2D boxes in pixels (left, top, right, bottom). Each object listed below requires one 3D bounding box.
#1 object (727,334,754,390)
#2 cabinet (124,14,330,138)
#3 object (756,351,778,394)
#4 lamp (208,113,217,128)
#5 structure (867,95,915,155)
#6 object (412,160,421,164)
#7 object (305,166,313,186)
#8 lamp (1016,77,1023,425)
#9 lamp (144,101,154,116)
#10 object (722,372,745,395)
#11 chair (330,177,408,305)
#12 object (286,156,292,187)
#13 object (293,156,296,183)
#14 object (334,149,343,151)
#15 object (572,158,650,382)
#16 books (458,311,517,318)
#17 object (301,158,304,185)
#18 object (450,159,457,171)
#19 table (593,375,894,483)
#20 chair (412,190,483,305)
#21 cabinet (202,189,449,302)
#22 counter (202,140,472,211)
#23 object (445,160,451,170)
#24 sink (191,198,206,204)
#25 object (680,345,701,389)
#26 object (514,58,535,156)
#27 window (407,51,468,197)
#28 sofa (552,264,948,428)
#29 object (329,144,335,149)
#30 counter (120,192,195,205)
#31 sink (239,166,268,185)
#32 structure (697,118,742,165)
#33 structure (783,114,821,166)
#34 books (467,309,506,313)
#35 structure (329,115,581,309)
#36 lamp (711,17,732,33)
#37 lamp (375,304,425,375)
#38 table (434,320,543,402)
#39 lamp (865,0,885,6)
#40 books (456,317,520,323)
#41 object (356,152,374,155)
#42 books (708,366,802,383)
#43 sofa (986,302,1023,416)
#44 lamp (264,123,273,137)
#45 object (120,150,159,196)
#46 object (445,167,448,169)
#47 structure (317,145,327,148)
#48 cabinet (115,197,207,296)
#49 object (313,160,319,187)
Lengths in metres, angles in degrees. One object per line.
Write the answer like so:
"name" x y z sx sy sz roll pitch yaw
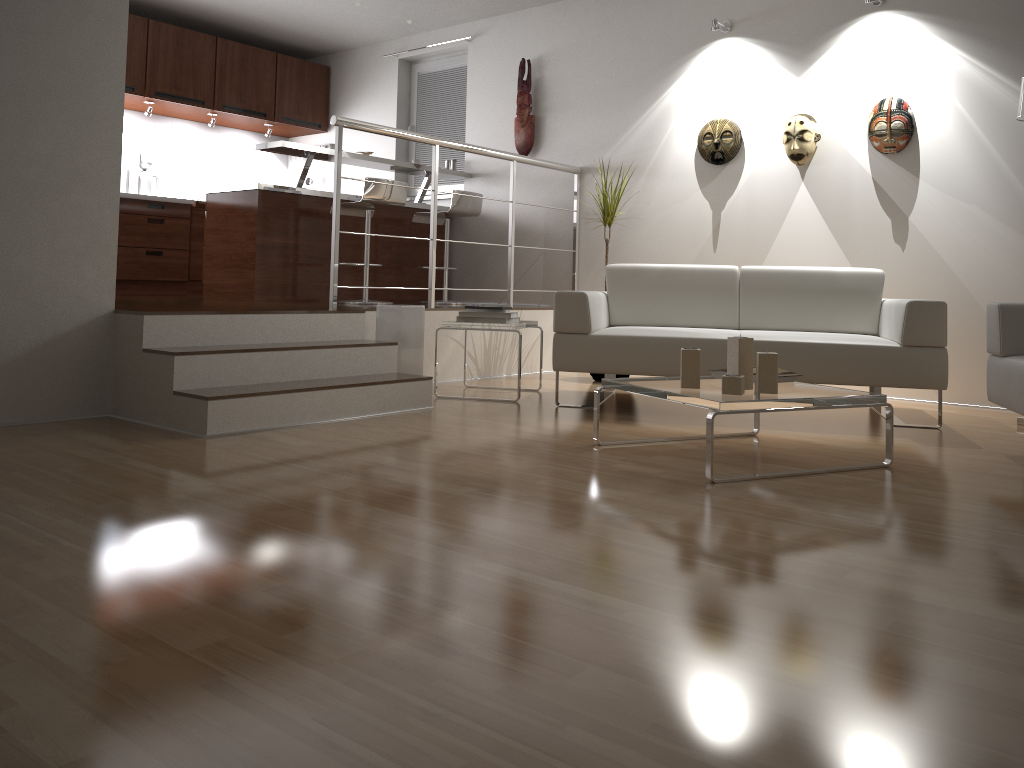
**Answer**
"object" 0.811 -0.081 3.112 0.067 0.197 0.067 2 -2 -26
"cabinet" -2.866 -2.680 7.610 0.652 0.636 2.719 3 5 39
"object" 0.877 -0.045 3.012 0.067 0.152 0.067 1 -1 9
"lamp" -2.614 -2.297 7.633 0.080 0.125 0.080 1 0 -11
"structure" 2.203 -1.519 5.120 0.265 0.356 0.075 2 -2 39
"object" -0.749 -1.740 6.897 0.079 0.046 0.067 0 4 -14
"object" -1.964 -2.109 8.533 0.091 0.367 0.043 0 -3 38
"lamp" 2.568 -0.633 4.113 0.208 1.678 0.364 3 -3 -31
"lamp" -2.980 -2.256 7.184 0.080 0.125 0.080 1 0 -11
"object" 0.746 -0.004 2.953 0.067 0.074 0.067 2 1 24
"chair" -0.991 -0.977 6.041 0.426 0.852 0.387 0 -2 43
"object" -2.214 -2.125 8.702 0.065 0.384 0.033 -1 -3 39
"object" -2.153 -2.123 8.668 0.033 0.379 0.008 -1 -4 39
"object" -1.275 -1.653 6.198 0.140 0.008 0.129 7 8 41
"object" 0.615 -0.760 5.708 0.500 1.480 0.440 3 -3 -38
"books" -0.129 -0.379 4.753 0.287 0.027 0.228 2 6 9
"object" -2.064 -2.111 8.588 0.106 0.379 0.020 0 -3 39
"object" -0.483 -1.802 7.258 0.052 0.112 0.052 1 -1 23
"table" 0.821 0.133 3.195 0.793 0.249 0.704 -1 6 -26
"chair" -0.488 -1.032 6.656 0.426 0.852 0.385 1 -1 35
"cabinet" -1.363 -1.015 6.738 0.635 0.751 1.848 2 4 39
"counter" -1.224 -1.554 6.804 0.841 0.318 2.103 6 7 39
"object" -0.533 -1.806 7.290 0.052 0.110 0.052 1 -1 23
"sink" -2.696 -1.521 7.794 0.602 0.200 0.600 6 7 39
"object" 0.634 -0.062 3.112 0.067 0.151 0.067 1 -1 9
"object" 0.101 -2.153 6.851 0.151 0.793 0.150 2 -3 -6
"window" -0.612 -2.262 7.698 0.844 1.273 0.141 1 -2 39
"sofa" 1.163 -0.247 4.486 1.783 0.742 0.907 3 3 14
"object" -1.261 -1.676 6.208 0.079 0.046 0.067 1 3 -7
"counter" -3.572 -1.472 6.701 0.683 0.040 2.103 6 8 39
"sink" -2.276 -1.757 8.311 0.602 0.581 0.671 3 3 39
"structure" 1.360 -1.611 5.801 0.317 0.317 0.069 3 -1 39
"structure" 1.772 -1.522 5.430 0.243 0.330 0.129 2 -1 40
"books" -0.128 -0.399 4.754 0.216 0.014 0.152 2 6 9
"structure" -0.250 -1.015 5.632 0.057 1.052 2.324 -1 2 39
"lamp" 1.372 -2.367 5.780 0.080 0.108 0.191 2 3 39
"lamp" -0.611 -0.191 4.771 0.199 0.483 0.191 0 -2 39
"table" -0.116 -0.146 4.833 0.464 0.401 0.551 2 3 14
"lamp" 2.130 -2.280 5.161 0.080 0.108 0.191 2 3 39
"books" -0.129 -0.351 4.752 0.288 0.027 0.227 4 7 19
"object" -1.089 -1.713 6.562 0.130 0.042 0.140 6 7 41
"books" 0.947 -0.042 3.418 0.203 0.056 0.293 -3 7 -36
"sofa" 2.101 -0.006 2.517 0.907 0.739 1.787 2 5 14
"lamp" -2.247 -2.337 8.081 0.080 0.125 0.080 1 0 -11
"object" -3.168 -1.770 7.474 0.163 0.407 0.329 0 0 39
"object" -0.534 -1.767 7.226 0.051 0.045 0.051 1 2 -4
"structure" -2.020 -2.306 8.607 0.599 0.034 0.048 7 6 39
"cabinet" -3.139 -1.137 7.224 0.682 0.799 3.504 2 5 39
"object" -1.883 -2.088 8.437 0.071 0.383 0.023 -1 -3 39
